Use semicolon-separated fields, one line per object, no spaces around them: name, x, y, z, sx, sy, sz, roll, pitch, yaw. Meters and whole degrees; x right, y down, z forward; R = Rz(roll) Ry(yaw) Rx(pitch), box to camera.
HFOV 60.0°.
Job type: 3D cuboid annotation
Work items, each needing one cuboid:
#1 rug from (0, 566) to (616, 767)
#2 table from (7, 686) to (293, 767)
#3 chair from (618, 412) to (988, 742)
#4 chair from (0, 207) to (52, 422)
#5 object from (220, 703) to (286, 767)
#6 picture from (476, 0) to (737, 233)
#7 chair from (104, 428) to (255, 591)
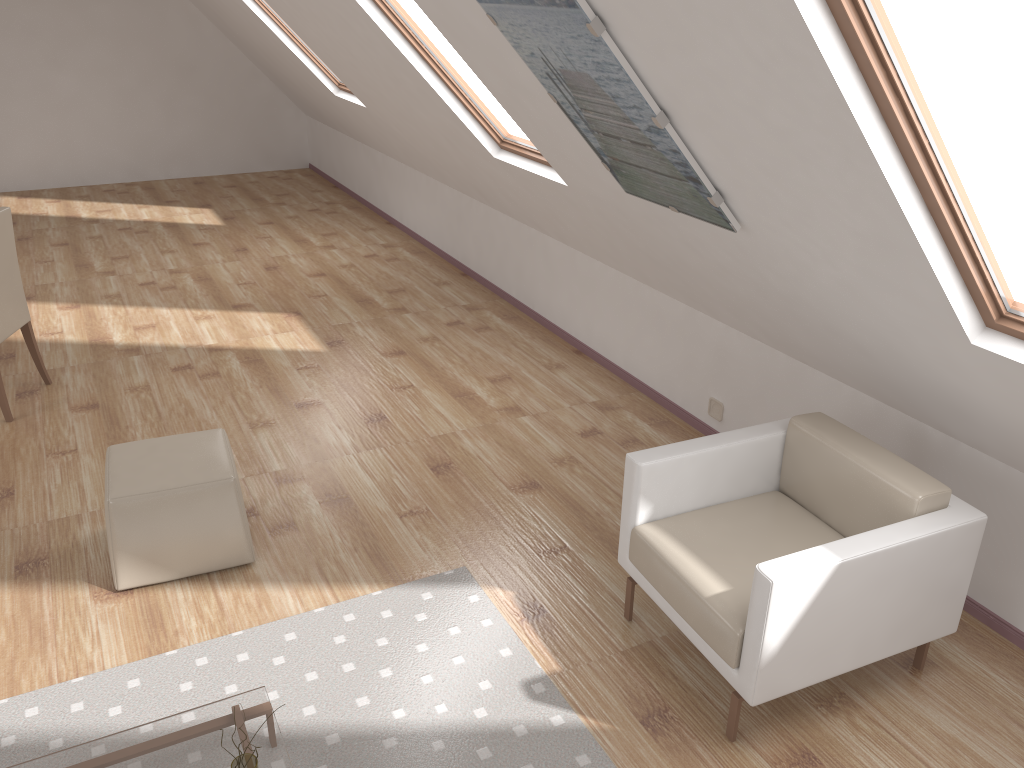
rug;-1.069;1.251;2.177;2.800;0.007;1.600;-11;27;-24
table;-1.073;1.200;2.069;1.173;0.190;0.730;-11;27;-24
chair;0.877;0.567;2.881;0.820;0.706;0.748;-10;27;-22
chair;-2.808;-0.358;4.456;0.618;0.999;0.477;0;25;-2
object;-0.626;0.887;2.100;0.123;0.359;0.184;7;25;13
picture;0.289;-0.890;2.869;0.683;0.738;0.650;-11;27;-24
chair;-1.302;0.454;3.438;0.506;0.394;0.506;-9;26;-20
